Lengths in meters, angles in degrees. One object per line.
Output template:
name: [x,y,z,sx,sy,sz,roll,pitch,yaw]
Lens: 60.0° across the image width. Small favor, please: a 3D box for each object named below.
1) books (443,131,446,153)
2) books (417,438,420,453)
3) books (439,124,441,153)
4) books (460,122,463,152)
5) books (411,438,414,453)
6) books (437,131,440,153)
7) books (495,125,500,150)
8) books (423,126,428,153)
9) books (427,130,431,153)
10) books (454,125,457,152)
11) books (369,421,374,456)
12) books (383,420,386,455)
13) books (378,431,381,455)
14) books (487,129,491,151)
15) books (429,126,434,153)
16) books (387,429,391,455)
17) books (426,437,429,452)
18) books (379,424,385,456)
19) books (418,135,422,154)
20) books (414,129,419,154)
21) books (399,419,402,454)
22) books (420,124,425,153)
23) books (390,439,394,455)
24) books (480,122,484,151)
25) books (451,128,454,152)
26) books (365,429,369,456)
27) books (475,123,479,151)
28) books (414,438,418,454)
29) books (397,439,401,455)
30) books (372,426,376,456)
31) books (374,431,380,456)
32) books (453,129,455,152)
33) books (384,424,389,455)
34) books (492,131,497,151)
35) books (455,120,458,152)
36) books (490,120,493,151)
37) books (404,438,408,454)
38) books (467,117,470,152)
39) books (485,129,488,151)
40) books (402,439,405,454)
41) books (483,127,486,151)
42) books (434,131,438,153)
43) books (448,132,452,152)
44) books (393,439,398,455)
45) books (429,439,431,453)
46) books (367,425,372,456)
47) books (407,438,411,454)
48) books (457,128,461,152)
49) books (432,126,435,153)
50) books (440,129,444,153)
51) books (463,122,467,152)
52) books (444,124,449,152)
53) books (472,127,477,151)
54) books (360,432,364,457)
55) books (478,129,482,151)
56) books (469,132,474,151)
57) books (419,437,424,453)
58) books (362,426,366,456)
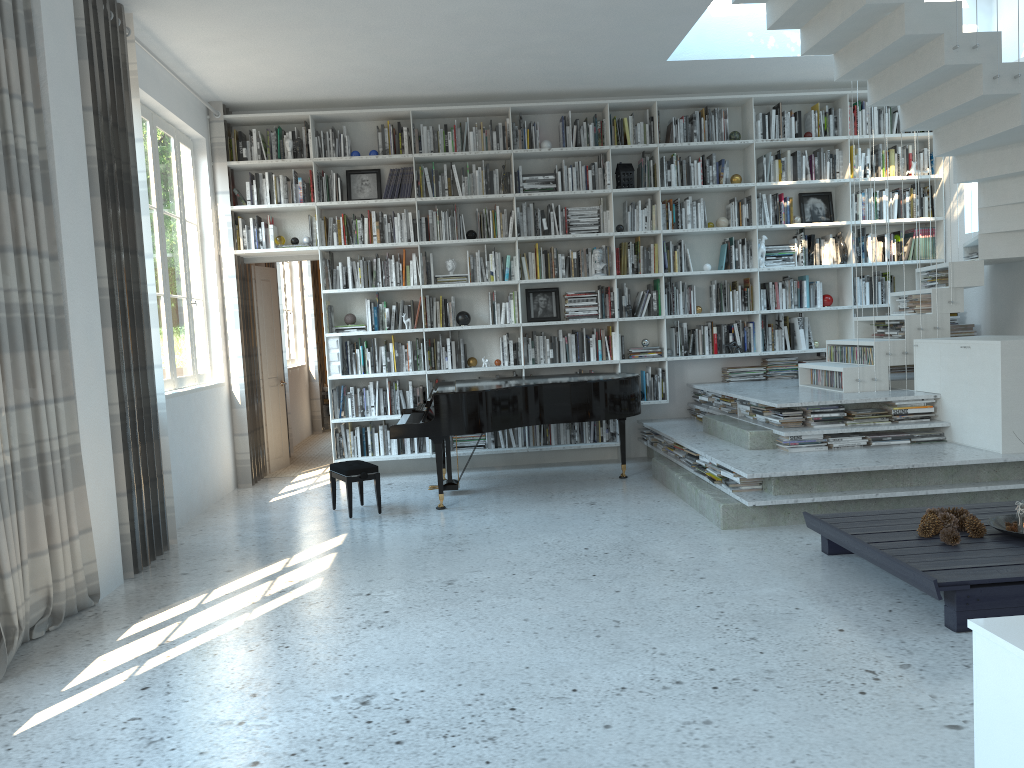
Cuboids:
books: [-0.587,-2.077,7.708,0.012,0.216,0.150,-3,4,-3]
books: [-0.835,0.454,7.848,0.012,0.304,0.165,-3,4,-3]
books: [-0.623,-2.098,7.687,0.010,0.264,0.160,-3,4,-3]
books: [-0.440,-2.114,7.693,0.013,0.276,0.164,-3,4,-3]
books: [-0.883,0.474,7.879,0.040,0.264,0.137,-3,4,-3]
books: [-0.633,-2.069,7.686,0.014,0.207,0.166,-3,4,-3]
books: [-0.127,-2.113,7.720,0.026,0.237,0.149,-3,4,-3]
books: [-0.745,-2.086,7.683,0.031,0.255,0.145,-3,4,-3]
books: [-0.717,-2.070,7.681,0.023,0.220,0.181,-3,4,-3]
books: [-0.491,-2.099,7.692,0.013,0.252,0.183,-3,4,-3]
books: [-1.233,0.478,7.827,0.013,0.301,0.183,-3,4,-3]
books: [-1.124,0.468,7.852,0.014,0.305,0.139,-3,4,-3]
books: [-1.167,0.517,7.861,0.014,0.211,0.145,-3,4,-3]
books: [-0.204,-2.088,7.695,0.026,0.200,0.187,-3,4,-3]
books: [-0.694,-2.087,7.685,0.023,0.251,0.170,-3,4,-3]
books: [-1.078,0.510,7.839,0.021,0.218,0.190,-3,4,-3]
books: [-0.751,0.461,7.879,0.027,0.276,0.143,-3,4,-3]
books: [-1.144,0.490,7.834,0.031,0.266,0.186,-3,4,-3]
books: [-0.793,-2.048,7.692,0.024,0.183,0.133,-3,4,-3]
books: [-0.820,-2.073,7.673,0.029,0.237,0.156,-3,4,-3]
books: [-0.983,0.457,7.864,0.013,0.310,0.130,-3,4,-3]
books: [-0.773,-2.098,7.700,0.021,0.279,0.140,-3,4,-3]
books: [-1.053,0.515,7.840,0.028,0.206,0.171,-3,4,-3]
books: [-0.261,-2.119,7.698,0.014,0.266,0.192,-3,4,-3]
books: [-0.516,-2.089,7.698,0.013,0.235,0.154,-3,4,-3]
books: [-1.276,0.519,7.837,0.022,0.221,0.163,-3,4,-3]
books: [-0.305,-2.119,7.714,0.014,0.269,0.156,-3,4,-3]
books: [-0.851,0.458,7.850,0.021,0.296,0.187,-3,4,-3]
books: [-0.997,0.493,7.836,0.023,0.244,0.188,-3,4,-3]
books: [-1.215,0.502,7.851,0.022,0.247,0.134,-3,4,-3]
books: [-1.187,0.525,7.830,0.030,0.202,0.168,-3,4,-3]
books: [-0.502,-2.080,7.692,0.011,0.216,0.160,-3,4,-3]
books: [-1.103,0.487,7.837,0.025,0.266,0.159,-3,4,-3]
books: [-0.153,-2.084,7.711,0.031,0.185,0.176,-3,4,-3]
books: [-0.481,-2.123,7.693,0.010,0.299,0.150,-3,4,-3]
books: [-0.178,-2.134,7.711,0.013,0.286,0.159,-3,4,-3]
books: [-0.938,0.498,7.857,0.022,0.225,0.140,-3,4,-3]
books: [-0.377,-2.138,7.706,0.014,0.315,0.166,-3,4,-3]
books: [-0.224,-2.091,7.697,0.013,0.207,0.177,-3,4,-3]
books: [-0.962,0.504,7.868,0.024,0.214,0.136,-3,4,-3]
books: [-0.242,-2.101,7.707,0.021,0.229,0.160,-3,4,-3]
books: [-0.654,-2.067,7.672,0.029,0.208,0.178,-3,4,-3]
books: [-0.537,-2.072,7.702,0.030,0.201,0.152,-3,4,-3]
books: [-1.023,0.523,7.836,0.031,0.188,0.189,-3,4,-3]
books: [-0.725,0.484,7.839,0.017,0.233,0.212,-3,4,-3]
books: [-1.253,0.500,7.843,0.027,0.257,0.160,-3,4,-3]
books: [-0.915,0.481,7.854,0.027,0.256,0.179,-3,4,-3]
books: [-0.460,-2.093,7.709,0.029,0.236,0.130,-3,4,-3]
books: [-0.676,-2.087,7.681,0.012,0.250,0.174,-3,4,-3]
books: [-0.606,-2.085,7.715,0.025,0.235,0.129,-3,4,-3]
books: [-0.408,-2.114,7.693,0.052,0.273,0.172,-3,4,-3]
books: [-0.568,-2.104,7.706,0.028,0.268,0.151,-3,4,-3]
books: [-0.324,-2.101,7.713,0.026,0.236,0.134,-3,4,-3]
books: [-1.320,0.529,7.841,0.022,0.206,0.158,-3,4,-3]
books: [-0.283,-2.093,7.726,0.029,0.214,0.141,-3,4,-3]
books: [-0.351,-2.076,7.705,0.031,0.190,0.181,-3,4,-3]
books: [-0.797,0.474,7.875,0.065,0.256,0.155,-3,4,-3]
books: [-1.300,0.504,7.845,0.022,0.252,0.139,-3,4,-3]
